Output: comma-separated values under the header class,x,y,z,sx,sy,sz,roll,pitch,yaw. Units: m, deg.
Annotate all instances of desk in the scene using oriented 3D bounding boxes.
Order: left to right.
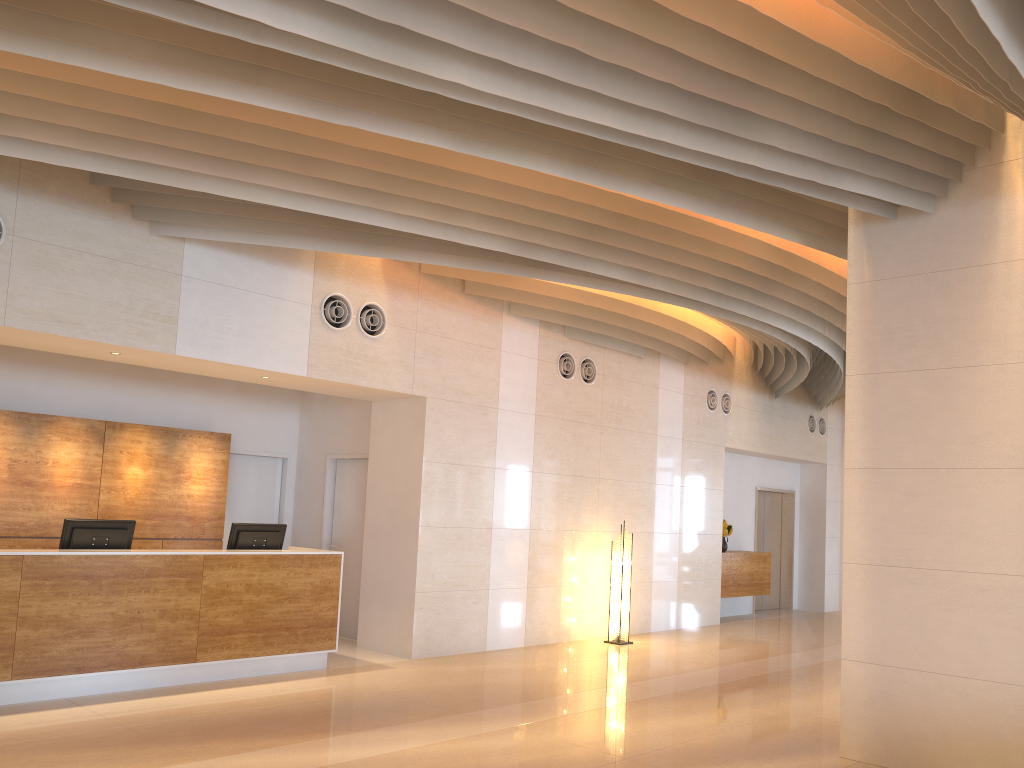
class,x,y,z,sx,sy,sz,roll,pitch,yaw
desk,-4.212,1.627,5.949,0.883,1.044,6.814,-3,-10,43

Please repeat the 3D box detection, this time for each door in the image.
class,x,y,z,sx,sy,sz,roll,pitch,yaw
door,4.441,2.864,15.340,0.242,2.089,1.435,-2,-8,43

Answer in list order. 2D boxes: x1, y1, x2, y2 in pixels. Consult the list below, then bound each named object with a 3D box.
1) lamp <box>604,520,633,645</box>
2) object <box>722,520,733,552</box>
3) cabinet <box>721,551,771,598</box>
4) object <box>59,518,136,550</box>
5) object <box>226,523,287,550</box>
class,x,y,z,sx,sy,sz,roll,pitch,yaw
lamp,1.297,2.354,10.578,0.246,1.443,0.255,-2,-7,43
object,3.223,2.299,13.464,0.262,0.494,0.241,-1,-7,30
cabinet,3.392,2.929,13.744,0.550,0.658,1.543,-3,-10,43
object,-3.215,1.272,6.903,0.348,0.433,0.548,-3,-9,43
object,-2.261,1.462,7.910,0.348,0.433,0.548,-3,-9,43
